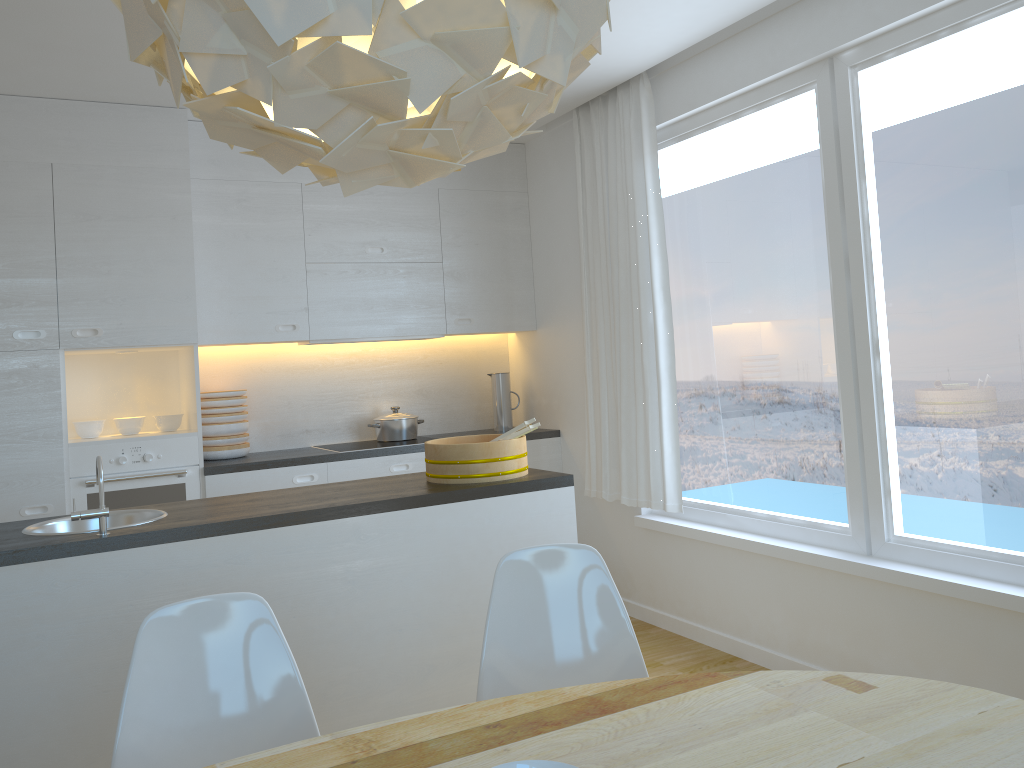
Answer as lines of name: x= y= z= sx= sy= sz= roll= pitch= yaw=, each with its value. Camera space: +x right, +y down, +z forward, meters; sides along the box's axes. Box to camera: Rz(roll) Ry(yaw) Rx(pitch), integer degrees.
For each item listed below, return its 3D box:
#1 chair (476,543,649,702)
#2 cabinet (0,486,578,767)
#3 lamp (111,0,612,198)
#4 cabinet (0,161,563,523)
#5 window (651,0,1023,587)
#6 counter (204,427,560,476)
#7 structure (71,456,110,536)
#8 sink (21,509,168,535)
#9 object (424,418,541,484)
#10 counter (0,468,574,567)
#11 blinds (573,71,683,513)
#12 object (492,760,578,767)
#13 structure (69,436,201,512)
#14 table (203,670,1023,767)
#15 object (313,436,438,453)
chair: x=0.152 y=0.853 z=1.935 sx=0.430 sy=0.903 sz=0.522 roll=-3 pitch=-1 yaw=-8
cabinet: x=-0.950 y=0.898 z=2.817 sx=2.404 sy=0.912 sz=0.599 roll=-4 pitch=-1 yaw=-28
lamp: x=-0.198 y=-0.800 z=1.119 sx=0.640 sy=1.137 sz=0.645 roll=-3 pitch=-2 yaw=-29
cabinet: x=-1.259 y=0.078 z=4.676 sx=3.205 sy=2.306 sz=0.479 roll=-4 pitch=-2 yaw=-28
window: x=1.331 y=-0.310 z=3.405 sx=0.088 sy=1.921 sz=2.720 roll=-2 pitch=0 yaw=-28
counter: x=-0.739 y=0.359 z=4.999 sx=2.003 sy=0.040 sz=0.599 roll=-4 pitch=1 yaw=-28
structure: x=-1.208 y=0.316 z=2.527 sx=0.097 sy=0.215 sz=0.162 roll=-3 pitch=-1 yaw=-28
sink: x=-1.270 y=0.497 z=2.716 sx=0.404 sy=0.157 sz=0.404 roll=-3 pitch=1 yaw=14
object: x=-0.108 y=0.233 z=3.265 sx=0.429 sy=0.214 sz=0.378 roll=-4 pitch=0 yaw=0
counter: x=-0.980 y=0.423 z=2.836 sx=2.404 sy=0.040 sz=0.599 roll=-4 pitch=1 yaw=-28
blinds: x=0.518 y=-0.468 z=4.511 sx=0.150 sy=2.165 sz=0.792 roll=-2 pitch=-2 yaw=-28
object: x=0.027 y=0.489 z=0.976 sx=0.152 sy=0.087 sz=0.152 roll=-4 pitch=0 yaw=0
structure: x=-1.745 y=0.569 z=4.131 sx=0.561 sy=0.597 sz=0.049 roll=-3 pitch=-2 yaw=-28
table: x=-0.069 y=0.975 z=0.992 sx=2.193 sy=0.727 sz=1.191 roll=-4 pitch=1 yaw=-29
object: x=-0.738 y=0.341 z=5.004 sx=0.655 sy=0.013 sz=0.560 roll=-4 pitch=1 yaw=-28
